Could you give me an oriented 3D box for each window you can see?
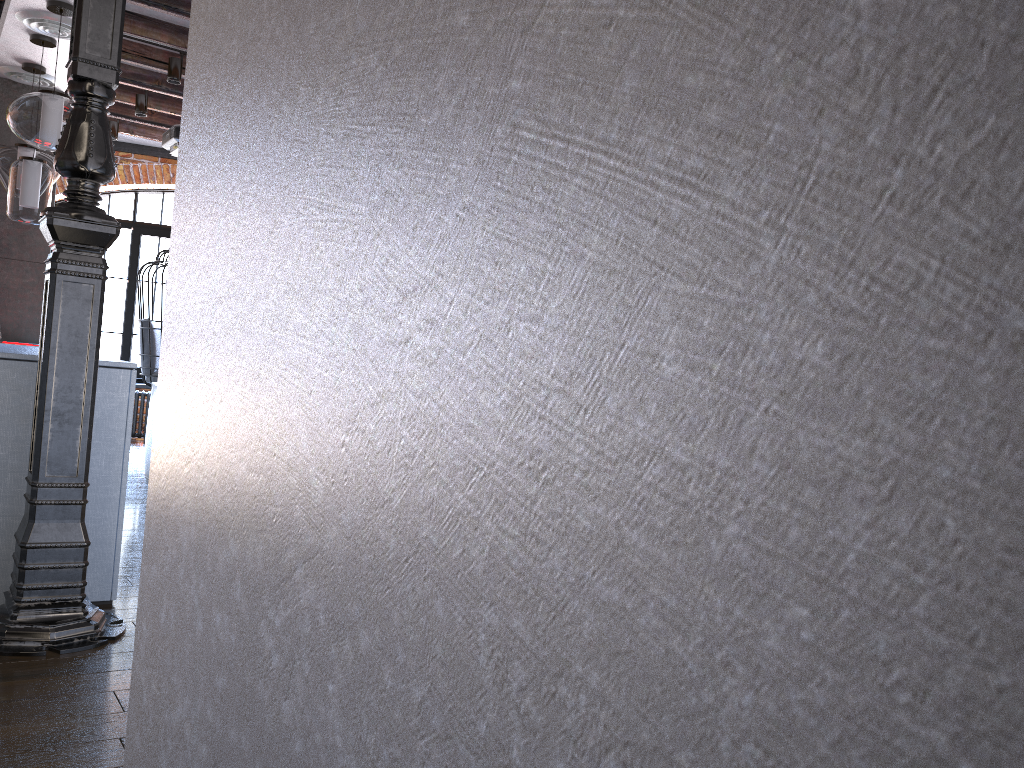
[{"bbox_3d":[-2.985,-0.921,8.719,3.293,2.233,0.177,5,1,-16],"label":"window"}]

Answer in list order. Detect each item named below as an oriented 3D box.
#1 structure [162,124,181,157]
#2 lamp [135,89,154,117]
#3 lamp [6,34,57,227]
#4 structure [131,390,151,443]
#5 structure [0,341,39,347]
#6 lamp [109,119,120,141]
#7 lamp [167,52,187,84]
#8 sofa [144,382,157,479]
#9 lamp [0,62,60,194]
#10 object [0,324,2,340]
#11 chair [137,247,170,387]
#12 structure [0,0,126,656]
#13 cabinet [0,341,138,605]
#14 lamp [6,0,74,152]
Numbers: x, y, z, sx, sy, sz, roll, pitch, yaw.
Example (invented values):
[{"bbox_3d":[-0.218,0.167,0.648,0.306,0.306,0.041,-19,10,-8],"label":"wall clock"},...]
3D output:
[{"bbox_3d":[-2.037,-1.903,5.862,0.409,0.816,0.463,5,1,-34],"label":"structure"},{"bbox_3d":[-2.630,-2.008,6.323,0.116,0.188,0.083,6,1,19],"label":"lamp"},{"bbox_3d":[-2.443,-1.293,4.545,0.195,0.955,0.197,5,1,-4],"label":"lamp"},{"bbox_3d":[-3.828,0.256,7.994,1.115,0.476,0.106,5,1,-16],"label":"structure"},{"bbox_3d":[-2.707,-0.209,4.622,0.504,0.057,0.763,5,1,-34],"label":"structure"},{"bbox_3d":[-3.220,-2.074,7.204,0.121,0.184,0.082,5,1,-41],"label":"lamp"},{"bbox_3d":[-2.058,-1.949,5.470,0.119,0.184,0.082,5,1,-38],"label":"lamp"},{"bbox_3d":[-0.571,0.497,5.376,2.537,0.697,3.299,5,1,-34],"label":"sofa"},{"bbox_3d":[-2.745,-1.430,5.035,0.367,0.747,0.367,6,1,19],"label":"lamp"},{"bbox_3d":[-3.092,-0.329,5.308,0.069,0.135,0.069,6,1,36],"label":"object"},{"bbox_3d":[-2.613,-1.010,7.129,0.682,2.220,0.802,6,1,11],"label":"chair"},{"bbox_3d":[1.066,-0.226,5.930,0.481,2.394,8.516,6,1,37],"label":"structure"},{"bbox_3d":[-2.407,0.238,4.133,0.607,0.844,2.959,5,1,-34],"label":"cabinet"},{"bbox_3d":[-2.093,-1.401,4.065,0.364,0.665,0.364,6,1,39],"label":"lamp"}]
